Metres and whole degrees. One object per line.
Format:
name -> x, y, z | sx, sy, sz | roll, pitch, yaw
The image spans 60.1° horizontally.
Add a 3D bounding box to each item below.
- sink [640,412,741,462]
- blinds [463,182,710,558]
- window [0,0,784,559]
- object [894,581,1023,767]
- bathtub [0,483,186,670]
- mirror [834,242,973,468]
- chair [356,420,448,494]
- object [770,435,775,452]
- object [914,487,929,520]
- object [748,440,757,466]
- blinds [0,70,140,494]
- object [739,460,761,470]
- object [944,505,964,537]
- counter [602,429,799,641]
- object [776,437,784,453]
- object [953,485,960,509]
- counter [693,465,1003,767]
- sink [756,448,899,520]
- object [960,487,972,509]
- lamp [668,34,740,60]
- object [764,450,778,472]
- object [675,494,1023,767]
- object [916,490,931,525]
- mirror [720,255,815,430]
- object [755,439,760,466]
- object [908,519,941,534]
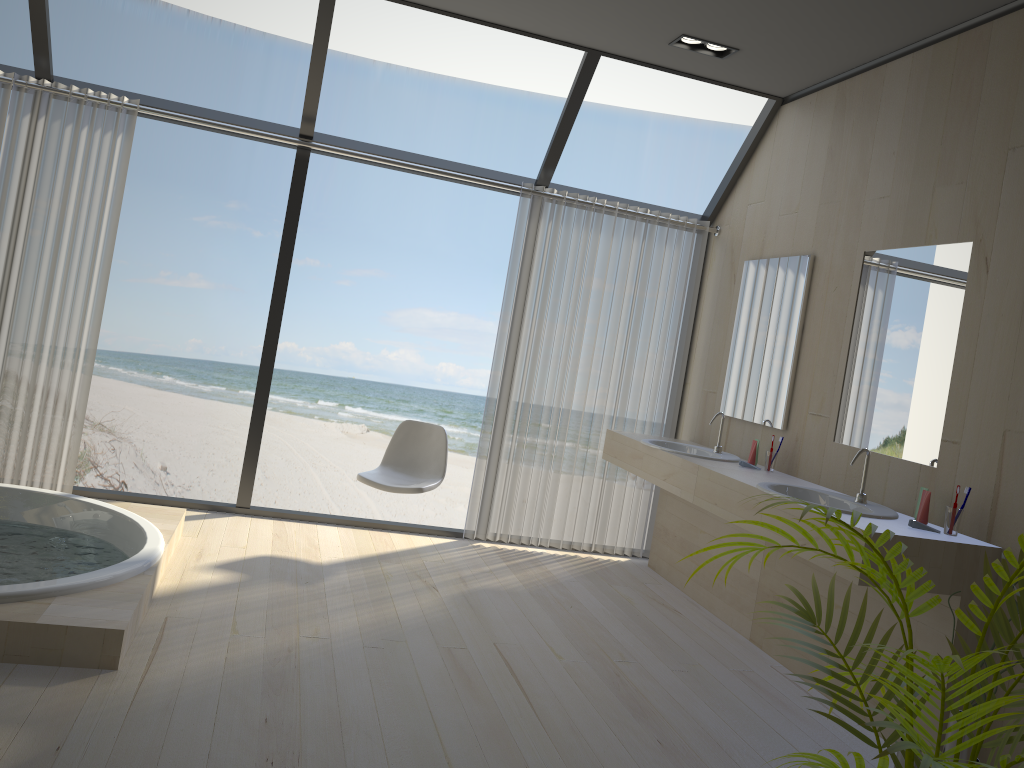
sink -> 0.930, 0.332, 4.619 | 0.503, 0.419, 0.575 | 9, 2, -11
blinds -> 0.451, -0.055, 5.235 | 1.180, 2.072, 0.084 | 9, -1, -14
window -> -0.993, -0.615, 4.657 | 4.549, 2.815, 0.746 | 9, 0, -14
object -> 1.477, 0.949, 2.801 | 0.405, 0.749, 0.275 | 9, 0, -26
bathtub -> -2.262, 0.613, 3.274 | 1.817, 0.698, 1.652 | 9, 2, -14
mirror -> 1.601, -0.137, 3.650 | 0.023, 0.869, 0.655 | 10, 1, -15
chair -> -0.549, 0.382, 4.636 | 0.370, 0.347, 0.453 | 10, 1, 14
object -> 1.236, 0.331, 4.227 | 0.012, 0.178, 0.049 | 9, -1, 25
object -> 1.511, 0.449, 3.265 | 0.039, 0.135, 0.039 | 9, 0, 27
object -> 1.178, 0.342, 4.328 | 0.039, 0.135, 0.038 | 9, 0, 34
blinds -> -2.661, -0.537, 4.441 | 1.180, 2.072, 0.084 | 9, -1, -14
object -> 1.144, 0.390, 4.252 | 0.105, 0.029, 0.032 | 11, 2, 26
object -> 1.534, 0.479, 3.084 | 0.058, 0.100, 0.058 | 9, 0, -4
counter -> 0.899, 0.746, 4.659 | 0.549, 0.791, 1.209 | 9, 2, -15
object -> 1.264, 0.336, 4.251 | 0.054, 0.175, 0.012 | 9, -1, 11
object -> 1.529, 0.437, 3.057 | 0.012, 0.178, 0.049 | 9, -1, 25
counter -> 1.191, 0.851, 3.489 | 0.549, 0.791, 1.209 | 9, 2, -15
sink -> 1.222, 0.438, 3.449 | 0.503, 0.419, 0.575 | 9, 2, -11
object -> 1.556, 0.442, 3.081 | 0.054, 0.175, 0.012 | 9, -1, 11
lamp -> 0.940, -1.688, 4.302 | 0.300, 0.112, 0.164 | 9, 2, -14
object -> 1.242, 0.374, 4.254 | 0.058, 0.100, 0.058 | 9, 0, -8
object -> 0.711, 0.655, 1.593 | 0.919, 1.157, 0.748 | 10, 0, 19
object -> 1.470, 0.447, 3.159 | 0.039, 0.135, 0.039 | 9, 0, 27
mirror -> 1.324, -0.232, 4.648 | 0.023, 0.869, 0.655 | 10, 1, -15
object -> 1.219, 0.344, 4.434 | 0.039, 0.135, 0.038 | 9, 0, 34
object -> 1.436, 0.495, 3.082 | 0.105, 0.029, 0.032 | 11, 2, 26
